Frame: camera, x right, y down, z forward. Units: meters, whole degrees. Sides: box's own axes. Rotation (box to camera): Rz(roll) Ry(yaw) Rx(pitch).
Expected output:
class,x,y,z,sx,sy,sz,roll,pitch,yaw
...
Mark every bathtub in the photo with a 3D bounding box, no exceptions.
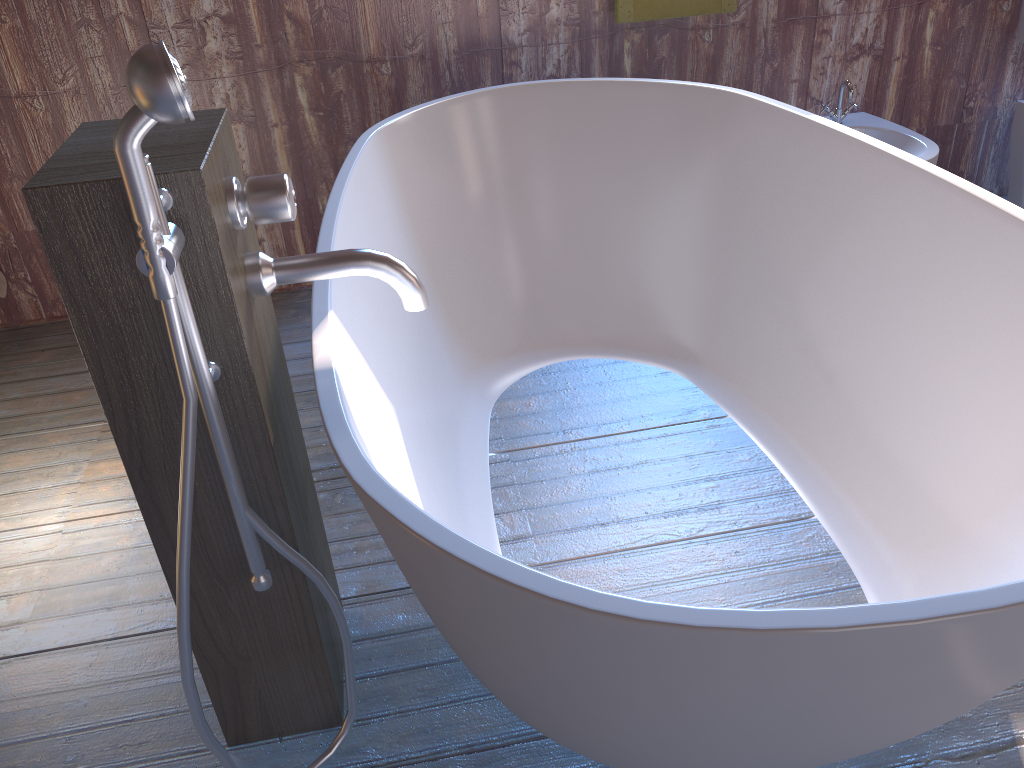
class,x,y,z,sx,sy,sz,roll,pitch,yaw
bathtub,0.269,-0.217,1.639,1.460,1.109,1.935,3,33,12

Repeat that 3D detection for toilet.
class,x,y,z,sx,sy,sz,roll,pitch,yaw
toilet,1.893,-0.664,2.816,0.375,0.400,0.534,-8,32,-6

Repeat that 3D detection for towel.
class,x,y,z,sx,sy,sz,roll,pitch,yaw
towel,0.475,-1.238,2.531,0.370,0.361,0.032,-8,32,-6

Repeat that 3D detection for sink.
class,x,y,z,sx,sy,sz,roll,pitch,yaw
sink,1.097,-0.663,2.796,0.335,0.517,0.515,-8,32,-6

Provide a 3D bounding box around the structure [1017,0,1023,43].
class,x,y,z,sx,sy,sz,roll,pitch,yaw
structure,1.816,-1.258,2.764,0.358,0.363,0.182,-8,32,-6

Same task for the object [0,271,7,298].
class,x,y,z,sx,sy,sz,roll,pitch,yaw
object,-1.794,-0.284,2.706,0.438,0.109,0.102,-8,32,-6
